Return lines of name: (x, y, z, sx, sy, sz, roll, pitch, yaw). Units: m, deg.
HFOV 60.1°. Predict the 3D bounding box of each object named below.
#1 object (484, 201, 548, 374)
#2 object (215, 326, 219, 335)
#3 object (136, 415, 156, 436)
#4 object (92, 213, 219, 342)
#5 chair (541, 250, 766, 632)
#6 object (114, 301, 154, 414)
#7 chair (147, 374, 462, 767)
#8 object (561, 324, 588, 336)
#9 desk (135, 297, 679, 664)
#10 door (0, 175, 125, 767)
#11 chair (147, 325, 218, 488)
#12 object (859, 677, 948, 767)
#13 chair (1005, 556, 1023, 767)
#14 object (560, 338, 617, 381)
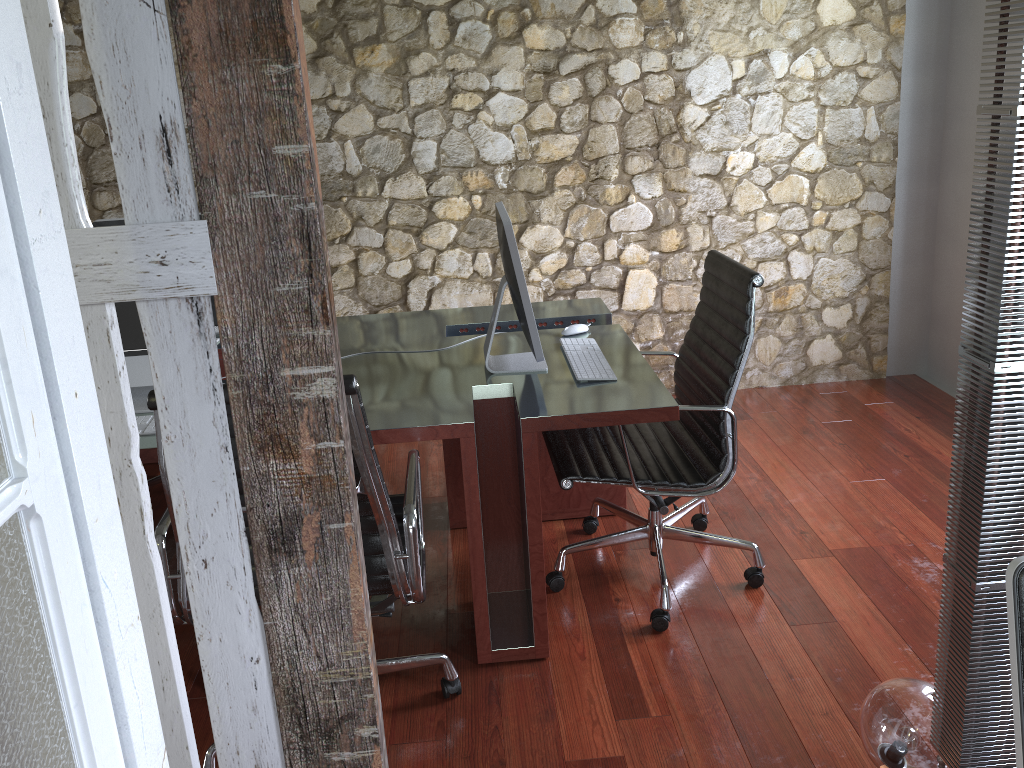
object: (-0.005, -0.293, 2.723, 0.189, 0.478, 0.491, -4, 17, -2)
object: (-1.171, -0.207, 3.414, 0.439, 0.017, 0.120, -4, 18, -3)
object: (-1.129, 0.123, 2.413, 0.439, 0.017, 0.120, -4, 18, -3)
object: (-1.196, -0.356, 3.137, 0.484, 0.478, 0.192, -4, 16, -3)
chair: (0.426, 0.140, 2.786, 0.699, 1.008, 0.675, -3, 16, 1)
object: (-1.132, -0.172, 2.566, 0.484, 0.478, 0.192, -4, 16, -3)
chair: (-0.492, 0.392, 2.197, 0.666, 1.008, 0.709, -6, 17, -8)
object: (0.218, -0.191, 3.084, 0.107, 0.028, 0.059, -15, 21, -32)
desk: (-0.826, 0.295, 3.001, 2.507, 0.717, 1.320, -4, 18, -3)
door: (-0.518, 0.323, 0.583, 0.041, 2.148, 1.073, -4, 16, -2)
chair: (-1.227, -0.033, 3.624, 0.666, 1.008, 0.709, -6, 17, -7)
object: (0.869, 0.816, 1.912, 0.221, 0.377, 0.237, -11, 18, -24)
chair: (0.919, 0.740, 1.040, 0.475, 0.906, 0.610, -4, 16, -3)
object: (0.232, -0.082, 2.770, 0.118, 0.017, 0.445, -4, 18, -2)
